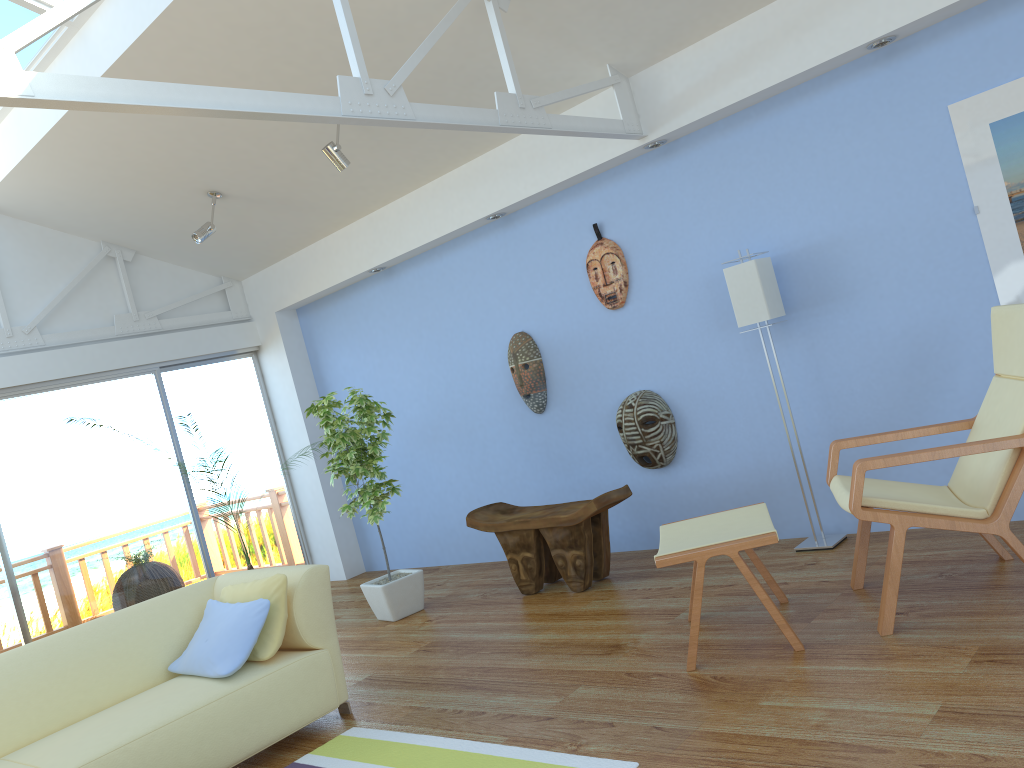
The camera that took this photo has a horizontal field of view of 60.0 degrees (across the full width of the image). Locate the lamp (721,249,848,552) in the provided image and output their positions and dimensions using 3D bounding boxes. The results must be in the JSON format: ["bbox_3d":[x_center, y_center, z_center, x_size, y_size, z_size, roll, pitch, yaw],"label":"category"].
[{"bbox_3d":[1.344,0.066,4.408,0.200,1.520,0.200,-15,0,42],"label":"lamp"}]

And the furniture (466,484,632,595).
[{"bbox_3d":[0.233,0.886,4.955,1.100,0.507,0.329,-15,0,43],"label":"furniture"}]

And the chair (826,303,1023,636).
[{"bbox_3d":[1.619,0.274,3.280,0.859,0.982,0.632,-15,0,12],"label":"chair"}]

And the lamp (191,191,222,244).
[{"bbox_3d":[-1.989,-1.082,5.786,0.254,0.327,0.118,-15,0,-30],"label":"lamp"}]

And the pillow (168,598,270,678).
[{"bbox_3d":[-1.220,1.047,3.655,0.566,0.244,0.272,-15,0,45],"label":"pillow"}]

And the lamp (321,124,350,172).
[{"bbox_3d":[-0.963,-1.342,4.863,0.195,0.351,0.127,-15,0,-30],"label":"lamp"}]

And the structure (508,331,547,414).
[{"bbox_3d":[0.078,-0.061,5.629,0.254,0.541,0.115,-15,0,42],"label":"structure"}]

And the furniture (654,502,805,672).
[{"bbox_3d":[0.841,0.768,3.472,0.449,0.427,0.619,-15,0,12],"label":"furniture"}]

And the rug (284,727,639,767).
[{"bbox_3d":[-0.812,1.428,2.291,1.400,0.018,2.100,-15,0,42],"label":"rug"}]

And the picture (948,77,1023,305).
[{"bbox_3d":[2.515,-0.887,3.365,1.419,0.937,0.005,-15,0,42],"label":"picture"}]

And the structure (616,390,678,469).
[{"bbox_3d":[0.743,0.280,5.079,0.359,0.466,0.185,-15,0,42],"label":"structure"}]

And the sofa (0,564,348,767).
[{"bbox_3d":[-1.796,1.323,3.163,0.950,0.597,2.448,-15,0,42],"label":"sofa"}]

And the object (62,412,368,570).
[{"bbox_3d":[-1.784,0.807,5.987,1.563,1.695,1.706,-15,0,34],"label":"object"}]

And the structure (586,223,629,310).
[{"bbox_3d":[0.533,-0.677,5.119,0.264,0.508,0.063,-15,0,42],"label":"structure"}]

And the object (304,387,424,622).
[{"bbox_3d":[-0.827,0.702,5.303,0.495,1.409,0.699,-15,0,-5],"label":"object"}]

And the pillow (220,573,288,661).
[{"bbox_3d":[-1.140,0.987,3.740,0.559,0.311,0.201,-15,0,42],"label":"pillow"}]
